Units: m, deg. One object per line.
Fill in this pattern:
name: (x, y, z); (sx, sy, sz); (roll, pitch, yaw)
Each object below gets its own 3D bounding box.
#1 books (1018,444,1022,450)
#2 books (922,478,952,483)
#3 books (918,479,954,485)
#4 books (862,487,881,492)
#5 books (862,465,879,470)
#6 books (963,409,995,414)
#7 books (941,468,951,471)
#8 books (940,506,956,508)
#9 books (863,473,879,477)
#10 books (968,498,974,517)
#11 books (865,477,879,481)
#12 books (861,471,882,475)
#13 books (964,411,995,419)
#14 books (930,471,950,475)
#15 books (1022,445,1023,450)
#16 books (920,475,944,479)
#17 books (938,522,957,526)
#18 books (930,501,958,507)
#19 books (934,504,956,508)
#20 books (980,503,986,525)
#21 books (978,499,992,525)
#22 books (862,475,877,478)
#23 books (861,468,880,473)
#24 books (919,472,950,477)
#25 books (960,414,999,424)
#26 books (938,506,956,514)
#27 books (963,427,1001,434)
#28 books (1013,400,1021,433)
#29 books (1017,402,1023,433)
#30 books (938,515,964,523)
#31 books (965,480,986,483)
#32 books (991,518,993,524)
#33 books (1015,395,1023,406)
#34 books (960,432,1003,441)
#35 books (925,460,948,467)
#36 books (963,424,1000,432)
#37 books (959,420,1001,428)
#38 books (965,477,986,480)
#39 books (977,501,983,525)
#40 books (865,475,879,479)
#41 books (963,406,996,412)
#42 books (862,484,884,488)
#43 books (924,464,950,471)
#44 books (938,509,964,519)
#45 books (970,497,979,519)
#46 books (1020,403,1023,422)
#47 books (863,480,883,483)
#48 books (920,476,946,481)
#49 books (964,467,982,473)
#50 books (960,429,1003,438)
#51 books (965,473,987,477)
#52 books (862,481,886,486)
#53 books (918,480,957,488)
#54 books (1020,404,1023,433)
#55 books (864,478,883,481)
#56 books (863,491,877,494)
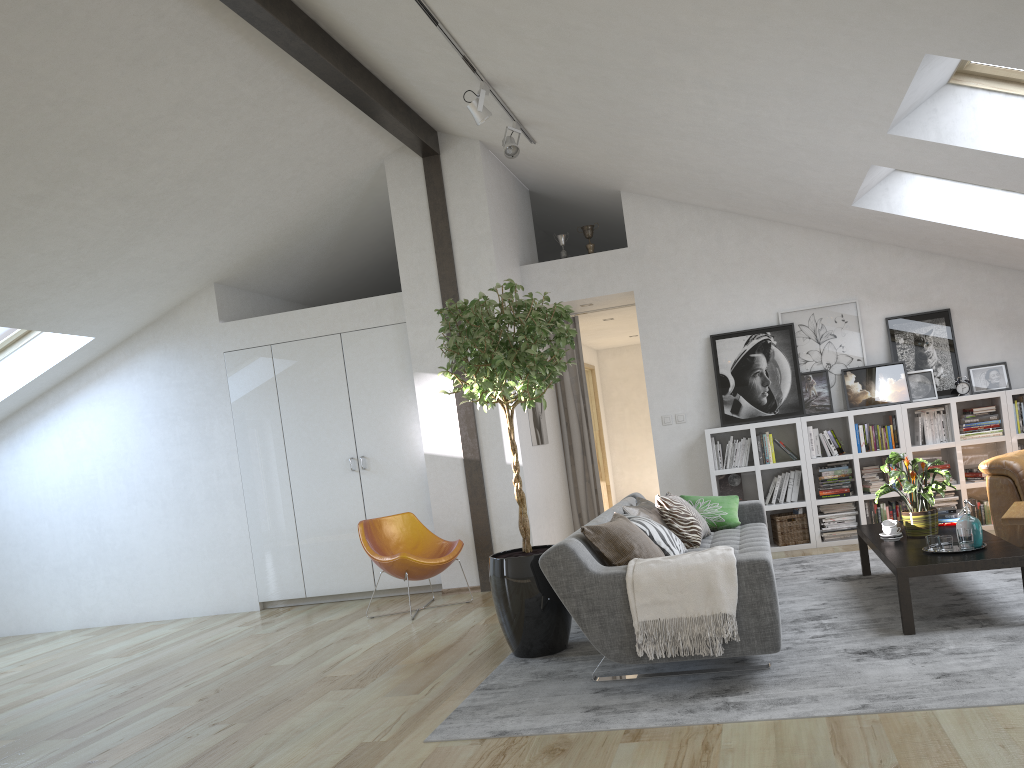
books: (3.912, 0.590, 6.866); (0.038, 0.248, 0.178); (-7, 0, 15)
books: (3.326, 0.753, 6.967); (0.214, 0.013, 0.136); (-8, -4, 4)
books: (3.332, 0.766, 6.981); (0.240, 0.012, 0.135); (-8, -4, 4)
books: (2.889, 0.834, 7.095); (0.145, 0.029, 0.199); (-7, -4, -1)
books: (2.874, 0.668, 7.116); (0.121, 0.021, 0.090); (-8, -4, 13)
books: (3.646, 0.215, 6.924); (0.172, 0.018, 0.243); (-8, -4, 9)
books: (3.330, 0.681, 6.978); (0.186, 0.021, 0.133); (-7, -4, -2)
books: (3.347, 0.973, 6.975); (0.249, 0.012, 0.144); (-9, -4, 17)
books: (2.879, 0.723, 7.110); (0.103, 0.010, 0.172); (-10, -4, 30)
books: (3.575, 1.003, 6.955); (0.038, 0.208, 0.179); (-7, -1, 15)
books: (2.880, 0.755, 7.104); (0.108, 0.014, 0.175); (-9, -4, 20)
books: (2.883, 0.710, 7.119); (0.140, 0.015, 0.102); (-8, -4, 3)
books: (3.623, 0.239, 6.910); (0.219, 0.030, 0.143); (-8, -4, 13)
books: (3.327, 0.697, 6.982); (0.211, 0.013, 0.139); (-10, -4, 29)
books: (3.953, 0.587, 6.875); (0.035, 0.243, 0.200); (-7, -1, 15)
books: (3.329, 0.723, 6.991); (0.212, 0.013, 0.138); (-9, -4, 14)
books: (2.539, 0.836, 5.347); (0.284, 0.017, 0.217); (-10, -5, 33)
books: (3.361, 0.940, 6.973); (0.231, 0.018, 0.151); (-8, -4, 13)
books: (3.367, 0.957, 6.985); (0.223, 0.013, 0.146); (-9, -4, 23)
books: (3.664, 1.014, 6.936); (0.023, 0.160, 0.163); (-7, -1, 15)
books: (3.692, 0.999, 6.929); (0.039, 0.180, 0.177); (-7, -1, 15)
books: (2.866, 0.735, 7.106); (0.102, 0.010, 0.191); (-9, -4, 25)
books: (2.873, 0.691, 7.117); (0.135, 0.027, 0.096); (-8, -4, 13)
books: (3.323, 0.712, 7.001); (0.236, 0.012, 0.138); (-9, -4, 24)
books: (3.636, 0.274, 6.911); (0.253, 0.046, 0.159); (-9, -4, 18)
books: (2.549, 0.769, 5.364); (0.241, 0.019, 0.168); (-9, -4, 23)
books: (3.641, 0.359, 6.906); (0.254, 0.019, 0.188); (-8, -4, 13)
books: (3.891, 0.255, 6.877); (0.014, 0.254, 0.185); (-7, 0, 14)
books: (3.908, 0.259, 6.873); (0.018, 0.240, 0.177); (-7, 0, 14)
books: (2.550, 0.815, 5.345); (0.295, 0.019, 0.205); (-10, -5, 33)
books: (3.665, 0.747, 6.951); (0.160, 0.014, 0.260); (-8, -4, 10)
books: (3.725, 1.005, 6.927); (0.024, 0.160, 0.163); (-7, -1, 15)
books: (3.953, 0.230, 6.864); (0.027, 0.285, 0.200); (-7, 0, 14)
books: (3.640, 0.406, 6.918); (0.295, 0.029, 0.220); (-9, -4, 18)
books: (3.327, 0.626, 6.980); (0.156, 0.027, 0.115); (-8, -4, 8)
books: (3.631, 0.338, 6.909); (0.259, 0.026, 0.185); (-8, -4, 13)
books: (3.640, 0.310, 6.911); (0.269, 0.029, 0.174); (-8, -4, 13)
books: (3.660, 0.729, 6.943); (0.162, 0.023, 0.216); (-6, -4, -21)
books: (3.643, 1.008, 6.950); (0.022, 0.180, 0.162); (-7, -1, 15)
books: (2.875, 0.744, 7.110); (0.104, 0.010, 0.169); (-9, -4, 15)
books: (3.647, 0.195, 6.931); (0.169, 0.025, 0.248); (-8, -4, 9)
books: (2.889, 0.810, 7.088); (0.134, 0.017, 0.185); (-7, -4, -1)
books: (3.336, 0.654, 6.980); (0.175, 0.035, 0.123); (-8, -4, 8)
books: (2.561, 0.792, 5.362); (0.279, 0.030, 0.186); (-11, -5, 38)
books: (3.616, 1.000, 6.964); (0.035, 0.204, 0.200); (-7, -1, 15)
books: (3.935, 0.260, 6.868); (0.015, 0.231, 0.170); (-7, 0, 14)
books: (2.888, 0.776, 7.109); (0.104, 0.010, 0.188); (-8, -4, 5)
books: (3.324, 0.739, 6.986); (0.218, 0.018, 0.144); (-9, -4, 19)
books: (3.657, 0.669, 6.938); (0.138, 0.030, 0.186); (-7, -4, -11)
books: (3.633, 0.382, 6.925); (0.308, 0.026, 0.228); (-8, -4, 13)
books: (3.662, 0.700, 6.933); (0.147, 0.037, 0.208); (-7, -4, -11)
books: (2.892, 0.791, 7.102); (0.115, 0.020, 0.217); (-8, -4, 0)
books: (3.326, 0.787, 6.979); (0.280, 0.025, 0.148); (-7, -4, -1)
books: (3.920, 0.265, 6.860); (0.011, 0.223, 0.163); (-7, 0, 14)
books: (2.897, 0.764, 7.106); (0.105, 0.010, 0.167); (-8, -4, 5)
books: (2.892, 0.856, 7.089); (0.134, 0.017, 0.185); (-7, -4, -1)
